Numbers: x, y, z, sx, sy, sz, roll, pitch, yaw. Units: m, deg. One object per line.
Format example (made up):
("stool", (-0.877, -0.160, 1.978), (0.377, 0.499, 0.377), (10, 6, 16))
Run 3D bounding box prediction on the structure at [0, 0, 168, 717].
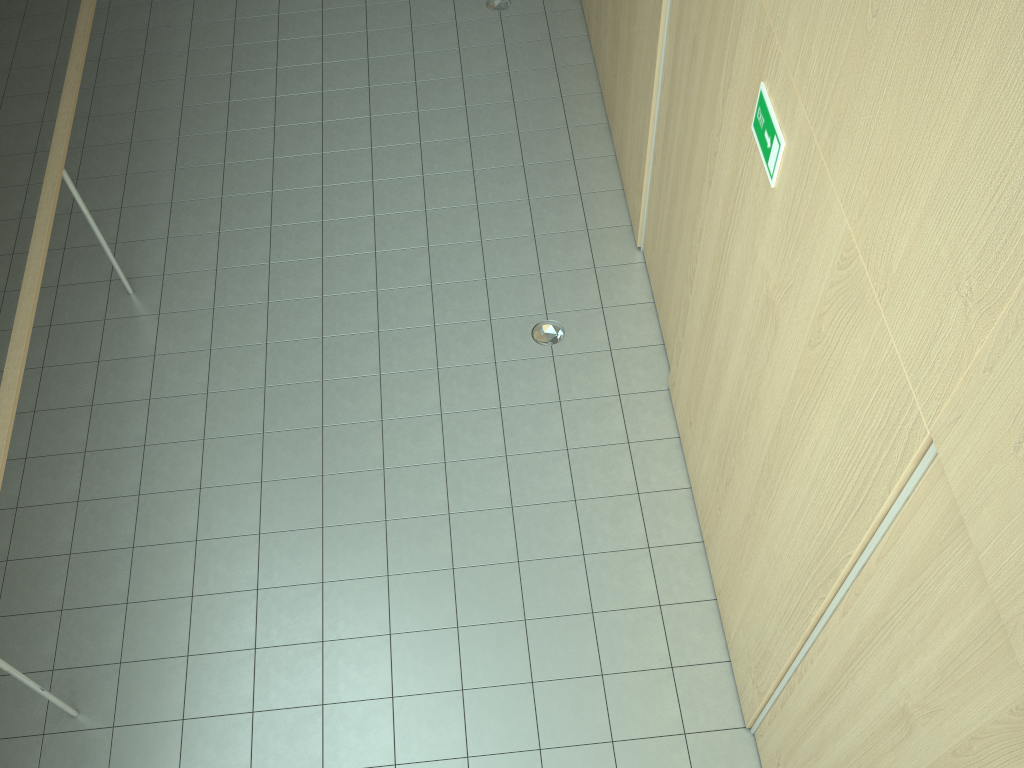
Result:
("structure", (-3.235, -1.424, 3.255), (1.885, 4.837, 11.086), (-6, 60, -2))
